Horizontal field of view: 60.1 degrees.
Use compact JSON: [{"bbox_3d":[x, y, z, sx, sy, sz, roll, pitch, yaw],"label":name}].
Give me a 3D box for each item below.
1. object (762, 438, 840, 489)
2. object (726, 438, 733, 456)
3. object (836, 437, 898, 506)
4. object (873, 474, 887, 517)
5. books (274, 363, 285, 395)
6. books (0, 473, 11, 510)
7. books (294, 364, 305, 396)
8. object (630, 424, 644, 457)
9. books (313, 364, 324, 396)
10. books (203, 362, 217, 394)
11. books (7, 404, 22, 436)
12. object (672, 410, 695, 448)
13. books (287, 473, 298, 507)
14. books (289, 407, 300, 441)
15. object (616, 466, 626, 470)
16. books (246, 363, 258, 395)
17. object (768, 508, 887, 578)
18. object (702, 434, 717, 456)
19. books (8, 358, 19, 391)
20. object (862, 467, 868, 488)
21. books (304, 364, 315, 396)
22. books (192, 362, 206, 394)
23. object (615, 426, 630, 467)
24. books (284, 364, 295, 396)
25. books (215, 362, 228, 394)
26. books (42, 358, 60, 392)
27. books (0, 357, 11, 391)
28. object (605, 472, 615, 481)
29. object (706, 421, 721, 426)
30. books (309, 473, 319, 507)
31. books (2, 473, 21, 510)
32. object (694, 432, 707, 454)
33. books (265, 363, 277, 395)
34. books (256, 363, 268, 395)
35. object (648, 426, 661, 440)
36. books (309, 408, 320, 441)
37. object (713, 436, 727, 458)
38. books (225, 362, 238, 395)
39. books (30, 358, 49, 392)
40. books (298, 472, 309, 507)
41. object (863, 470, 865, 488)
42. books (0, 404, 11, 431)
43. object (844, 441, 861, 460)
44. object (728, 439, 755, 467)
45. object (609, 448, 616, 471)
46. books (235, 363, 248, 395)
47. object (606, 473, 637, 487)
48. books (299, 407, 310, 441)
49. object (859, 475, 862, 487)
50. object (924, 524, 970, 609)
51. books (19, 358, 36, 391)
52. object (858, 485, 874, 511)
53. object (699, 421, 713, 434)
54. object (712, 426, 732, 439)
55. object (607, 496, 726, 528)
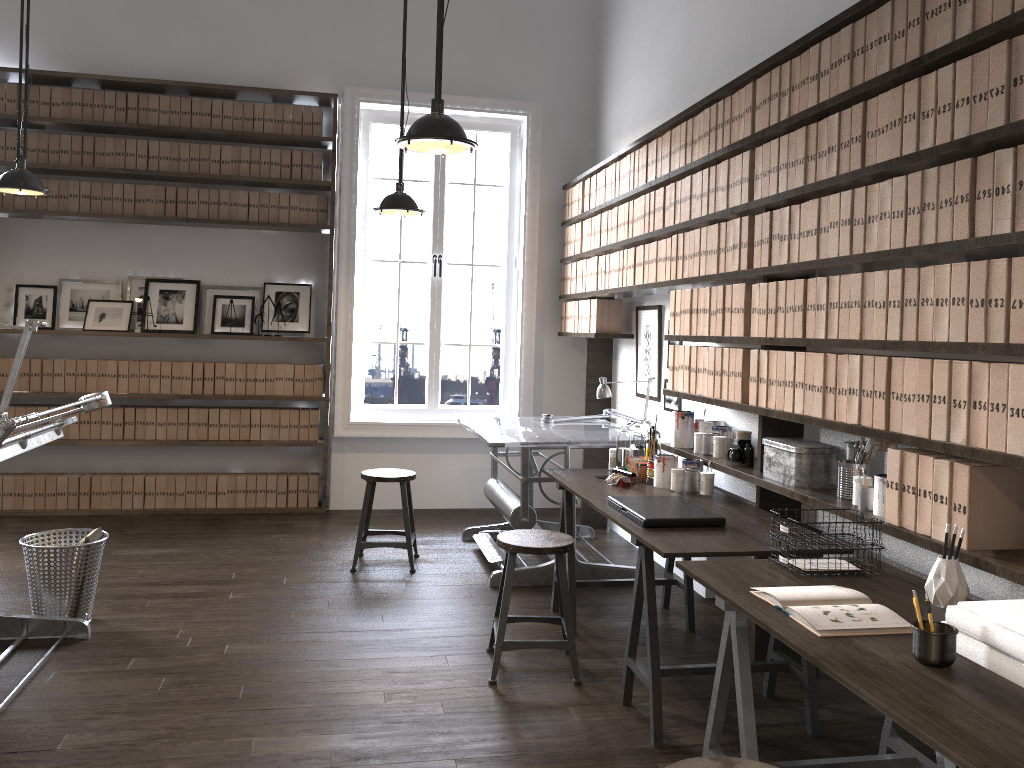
[{"bbox_3d":[1.099,0.299,3.385,0.193,0.152,0.317,1,3,-12],"label":"object"},{"bbox_3d":[0.995,0.294,4.096,0.054,0.080,0.054,2,1,16],"label":"object"},{"bbox_3d":[1.183,0.264,3.018,0.156,0.272,0.181,1,1,-27],"label":"object"},{"bbox_3d":[1.187,0.354,2.782,0.094,0.128,0.095,2,1,-4],"label":"object"},{"bbox_3d":[-1.683,-0.033,6.432,0.066,0.225,0.175,2,1,-11],"label":"books"},{"bbox_3d":[-3.508,0.737,6.079,0.067,0.226,0.175,2,1,-11],"label":"books"},{"bbox_3d":[-1.550,-0.031,6.461,0.066,0.225,0.175,2,1,-11],"label":"books"},{"bbox_3d":[0.614,0.316,4.348,0.068,0.237,0.069,2,1,-14],"label":"object"},{"bbox_3d":[-1.416,-0.028,6.482,0.067,0.226,0.175,2,1,-11],"label":"books"},{"bbox_3d":[-2.159,-0.042,6.336,0.067,0.226,0.175,2,1,-11],"label":"books"},{"bbox_3d":[-3.430,0.256,6.090,0.066,0.225,0.174,2,1,-11],"label":"books"},{"bbox_3d":[0.841,0.223,4.355,0.107,0.177,0.107,2,1,-10],"label":"object"},{"bbox_3d":[-1.597,0.772,6.457,0.067,0.226,0.175,2,1,-11],"label":"books"},{"bbox_3d":[-1.586,0.290,6.459,0.066,0.225,0.175,2,1,-11],"label":"books"},{"bbox_3d":[0.524,0.418,4.280,0.049,0.037,0.049,1,2,-15],"label":"object"},{"bbox_3d":[-1.877,-0.037,6.397,0.066,0.225,0.175,2,1,-11],"label":"books"},{"bbox_3d":[0.932,0.469,2.629,0.284,0.161,0.204,1,2,-11],"label":"object"},{"bbox_3d":[0.911,0.282,4.082,0.063,0.093,0.062,1,1,-26],"label":"object"},{"bbox_3d":[-3.399,-0.065,6.093,0.066,0.225,0.175,2,1,-11],"label":"books"},{"bbox_3d":[1.153,0.336,2.877,0.008,0.125,0.041,2,1,-23],"label":"object"},{"bbox_3d":[-1.482,-0.030,6.476,0.066,0.225,0.174,2,1,-11],"label":"books"},{"bbox_3d":[-2.232,-0.044,6.327,0.066,0.225,0.175,2,1,-11],"label":"books"},{"bbox_3d":[0.543,0.319,4.334,0.068,0.229,0.069,2,1,-14],"label":"object"},{"bbox_3d":[-1.618,-0.032,6.443,0.067,0.226,0.175,2,1,-11],"label":"books"},{"bbox_3d":[-2.086,-0.041,6.356,0.066,0.225,0.175,2,1,-11],"label":"books"},{"bbox_3d":[-3.189,-0.062,6.137,0.066,0.225,0.175,2,1,-11],"label":"books"},{"bbox_3d":[-3.460,-0.066,6.077,0.067,0.226,0.175,2,1,-11],"label":"books"},{"bbox_3d":[0.458,0.433,4.131,0.011,0.017,0.171,2,3,20],"label":"object"},{"bbox_3d":[0.983,0.247,4.331,0.072,0.129,0.071,3,1,36],"label":"object"},{"bbox_3d":[-1.450,0.775,6.490,0.066,0.225,0.175,2,1,-11],"label":"books"},{"bbox_3d":[-3.437,0.738,6.095,0.066,0.225,0.175,2,1,-11],"label":"books"},{"bbox_3d":[0.883,0.277,4.147,0.062,0.094,0.062,1,1,-26],"label":"object"},{"bbox_3d":[-1.745,-0.035,6.422,0.066,0.225,0.175,2,1,-11],"label":"books"},{"bbox_3d":[-1.810,-0.035,6.404,0.067,0.226,0.175,2,1,-11],"label":"books"},{"bbox_3d":[0.696,0.322,4.365,0.068,0.229,0.069,2,1,-14],"label":"object"},{"bbox_3d":[-1.446,0.293,6.482,0.066,0.225,0.174,2,1,-11],"label":"books"},{"bbox_3d":[0.945,0.286,4.024,0.062,0.094,0.062,1,1,-26],"label":"object"},{"bbox_3d":[-2.015,-0.039,6.365,0.066,0.225,0.174,2,1,-11],"label":"books"},{"bbox_3d":[-3.262,-0.063,6.117,0.067,0.226,0.175,2,1,-11],"label":"books"},{"bbox_3d":[-1.525,0.773,6.477,0.066,0.225,0.175,2,1,-11],"label":"books"},{"bbox_3d":[1.147,0.343,2.881,0.004,0.127,0.028,2,1,-13],"label":"object"},{"bbox_3d":[-3.500,0.255,6.073,0.066,0.225,0.175,2,1,-11],"label":"books"},{"bbox_3d":[1.230,0.304,3.173,0.079,0.188,0.079,1,1,-32],"label":"object"},{"bbox_3d":[0.975,0.291,3.808,0.091,0.108,0.171,1,3,-11],"label":"object"},{"bbox_3d":[0.515,0.376,4.401,0.068,0.104,0.068,2,1,-7],"label":"object"},{"bbox_3d":[-1.947,-0.038,6.383,0.066,0.225,0.174,2,1,-11],"label":"books"},{"bbox_3d":[0.488,0.428,4.025,0.132,0.050,0.197,3,3,18],"label":"object"},{"bbox_3d":[-1.516,0.292,6.472,0.066,0.225,0.174,2,1,-11],"label":"books"},{"bbox_3d":[1.134,0.348,2.871,0.004,0.103,0.035,2,1,-16],"label":"object"},{"bbox_3d":[1.126,0.471,2.289,0.101,0.209,0.101,2,1,34],"label":"object"},{"bbox_3d":[-3.336,-0.064,6.109,0.066,0.225,0.175,2,1,-11],"label":"books"},{"bbox_3d":[1.211,0.366,2.859,0.181,0.093,0.062,2,1,3],"label":"object"},{"bbox_3d":[0.934,0.248,4.268,0.070,0.130,0.070,2,1,27],"label":"object"},{"bbox_3d":[0.990,0.265,4.182,0.094,0.128,0.095,2,2,19],"label":"object"},{"bbox_3d":[0.572,0.479,3.347,0.312,0.033,0.446,1,3,-11],"label":"object"}]
